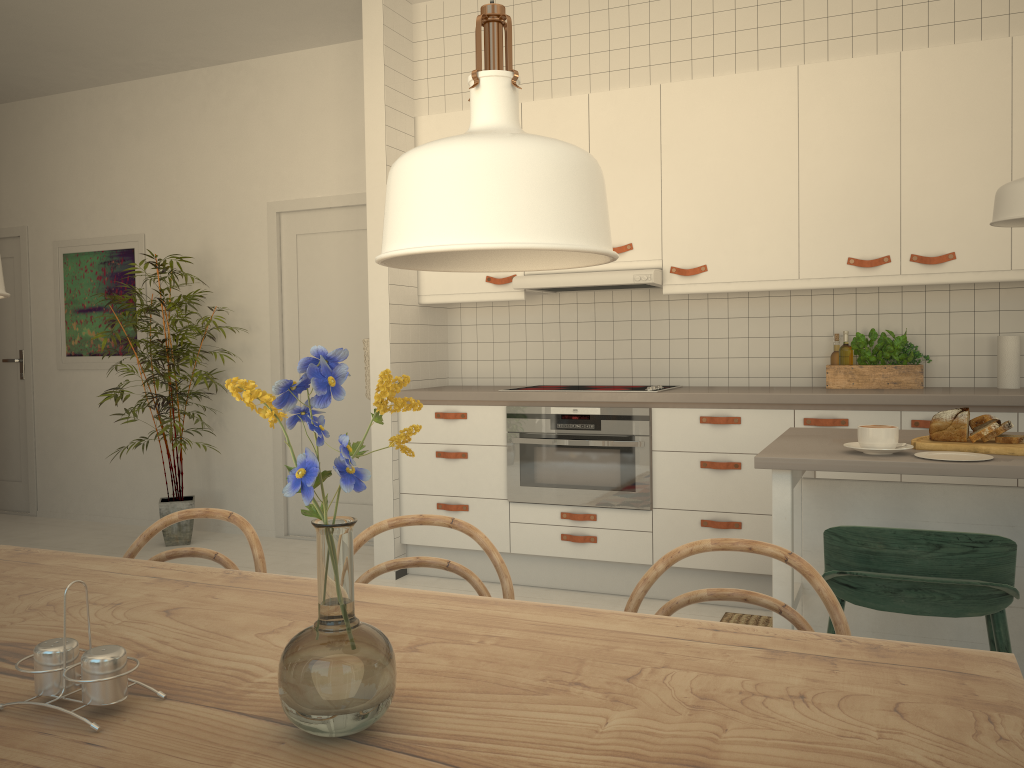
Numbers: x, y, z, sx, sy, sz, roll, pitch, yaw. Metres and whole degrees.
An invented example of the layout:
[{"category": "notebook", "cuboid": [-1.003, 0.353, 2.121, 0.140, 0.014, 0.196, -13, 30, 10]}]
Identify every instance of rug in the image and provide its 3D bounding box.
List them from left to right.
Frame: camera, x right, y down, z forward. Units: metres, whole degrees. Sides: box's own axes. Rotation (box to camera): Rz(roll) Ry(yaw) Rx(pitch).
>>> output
[{"category": "rug", "cuboid": [1.674, 0.986, 3.015, 2.000, 0.004, 0.750, 0, 3, 23]}]

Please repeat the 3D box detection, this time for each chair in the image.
[{"category": "chair", "cuboid": [-0.671, 0.664, 1.576, 0.385, 0.810, 0.484, 0, 2, 21]}, {"category": "chair", "cuboid": [-0.173, 0.661, 1.461, 0.385, 0.810, 0.484, -1, 2, 6]}, {"category": "chair", "cuboid": [0.282, 0.664, 1.228, 0.385, 0.810, 0.484, 0, 2, 26]}, {"category": "chair", "cuboid": [0.915, 0.665, 2.016, 0.485, 0.752, 0.446, 0, 2, 23]}]

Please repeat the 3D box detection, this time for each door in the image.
[{"category": "door", "cuboid": [-3.771, -0.087, 6.442, 0.955, 2.032, 0.166, 0, 2, 23]}, {"category": "door", "cuboid": [-0.995, -0.081, 5.239, 0.955, 2.032, 0.166, 0, 2, 23]}]

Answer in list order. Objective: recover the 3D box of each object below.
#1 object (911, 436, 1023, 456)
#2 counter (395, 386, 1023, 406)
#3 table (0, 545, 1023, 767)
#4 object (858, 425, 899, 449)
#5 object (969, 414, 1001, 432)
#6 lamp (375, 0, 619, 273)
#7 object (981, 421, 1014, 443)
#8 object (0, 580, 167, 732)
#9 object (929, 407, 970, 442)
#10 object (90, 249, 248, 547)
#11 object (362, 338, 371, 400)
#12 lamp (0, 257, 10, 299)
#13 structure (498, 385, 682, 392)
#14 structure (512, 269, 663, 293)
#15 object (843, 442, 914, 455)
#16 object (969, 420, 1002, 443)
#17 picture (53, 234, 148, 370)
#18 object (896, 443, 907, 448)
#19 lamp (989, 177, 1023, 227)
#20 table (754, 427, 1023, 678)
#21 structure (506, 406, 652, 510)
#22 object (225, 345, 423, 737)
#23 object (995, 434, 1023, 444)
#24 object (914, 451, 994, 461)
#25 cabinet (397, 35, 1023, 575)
[{"category": "object", "cuboid": [1.188, 0.154, 2.256, 0.306, 0.019, 0.237, 1, 3, 40]}, {"category": "counter", "cuboid": [1.307, 0.159, 2.635, 4.844, 0.163, 2.857, 0, 3, 23]}, {"category": "table", "cuboid": [-0.382, 0.721, 1.044, 1.797, 0.749, 0.894, 0, 2, 23]}, {"category": "object", "cuboid": [0.903, 0.133, 2.191, 0.094, 0.064, 0.098, -2, 2, -18]}, {"category": "object", "cuboid": [1.218, 0.110, 2.286, 0.074, 0.067, 0.079, 0, 3, 26]}, {"category": "lamp", "cuboid": [-0.027, -0.912, 0.816, 0.229, 1.595, 0.230, -2, 2, -21]}, {"category": "object", "cuboid": [1.221, 0.118, 2.229, 0.073, 0.055, 0.083, 0, 3, 30]}, {"category": "object", "cuboid": [-0.472, 0.283, 0.967, 0.155, 0.138, 0.095, 0, 2, 24]}, {"category": "object", "cuboid": [1.127, 0.102, 2.285, 0.090, 0.087, 0.086, 0, 3, 31]}, {"category": "object", "cuboid": [-2.580, 0.106, 5.241, 2.088, 1.711, 0.778, -1, 2, 4]}, {"category": "object", "cuboid": [-0.632, -0.222, 4.633, 0.093, 0.612, 0.439, 0, 2, 23]}, {"category": "lamp", "cuboid": [-0.815, -0.914, 1.157, 0.229, 1.595, 0.229, -2, 2, -32]}, {"category": "structure", "cuboid": [0.387, 0.031, 4.259, 0.763, 0.057, 0.504, 0, 3, 23]}, {"category": "structure", "cuboid": [0.407, -0.495, 4.278, 0.681, 0.073, 0.482, 0, 3, 23]}, {"category": "object", "cuboid": [0.904, 0.161, 2.190, 0.160, 0.020, 0.160, -1, 2, -11]}, {"category": "object", "cuboid": [1.192, 0.117, 2.233, 0.072, 0.057, 0.083, 0, 3, 30]}, {"category": "picture", "cuboid": [-2.749, -0.535, 5.910, 0.822, 0.876, 0.012, 0, 2, 23]}, {"category": "object", "cuboid": [0.939, 0.150, 2.239, 0.027, 0.011, 0.132, -2, 3, -27]}, {"category": "lamp", "cuboid": [1.347, -1.162, 2.255, 0.229, 1.490, 0.230, 0, 2, 24]}, {"category": "table", "cuboid": [1.409, 0.592, 2.261, 1.424, 0.864, 0.794, 0, 2, 23]}, {"category": "structure", "cuboid": [0.418, 0.313, 4.312, 0.682, 0.447, 0.704, 0, 3, 23]}, {"category": "object", "cuboid": [-0.182, 0.155, 0.896, 0.206, 0.388, 0.145, -1, 2, -15]}, {"category": "object", "cuboid": [1.249, 0.137, 2.220, 0.068, 0.017, 0.077, 1, 3, 31]}, {"category": "object", "cuboid": [1.036, 0.170, 2.082, 0.167, 0.005, 0.167, 0, 3, 19]}, {"category": "cabinet", "cuboid": [1.302, -0.238, 2.622, 4.844, 2.159, 2.854, 0, 3, 23]}]
